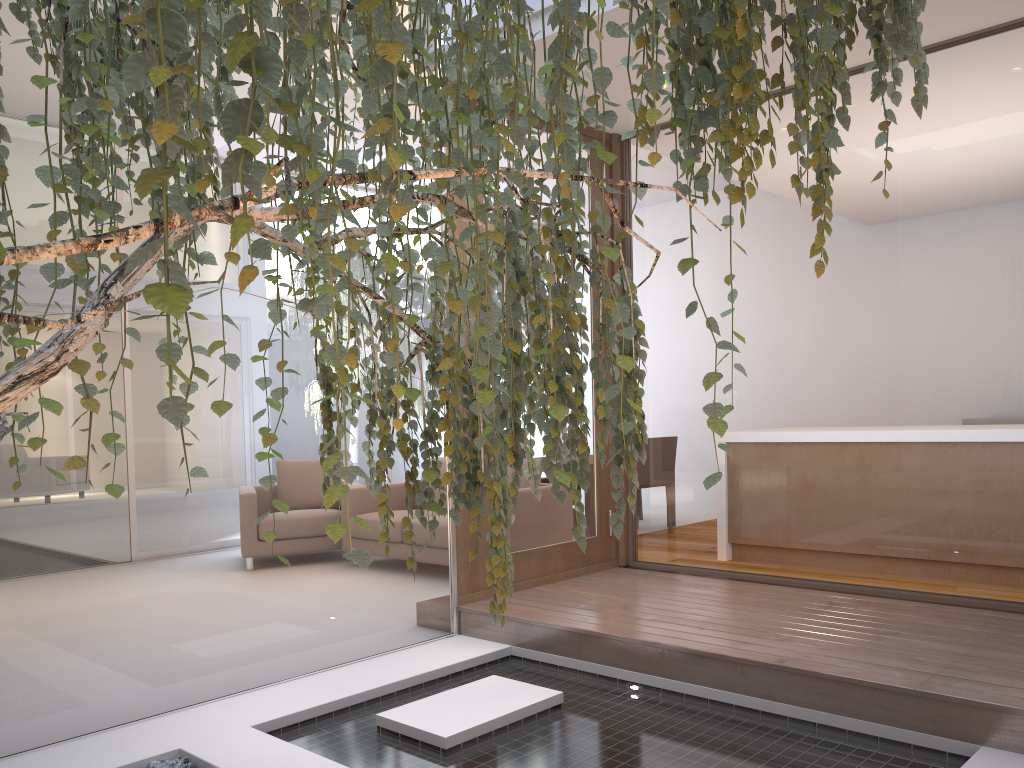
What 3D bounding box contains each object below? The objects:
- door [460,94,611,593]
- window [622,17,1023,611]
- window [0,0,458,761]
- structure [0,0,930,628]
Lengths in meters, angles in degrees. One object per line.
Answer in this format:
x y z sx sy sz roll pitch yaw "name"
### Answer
0.176 -0.177 4.353 0.097 2.371 1.073 0 3 45 "door"
2.182 -0.280 3.507 4.041 2.475 0.070 -3 1 42 "window"
-1.432 -0.426 2.787 0.044 3.263 3.236 0 1 45 "window"
-0.400 -0.863 1.000 2.100 4.002 2.013 -1 2 39 "structure"
